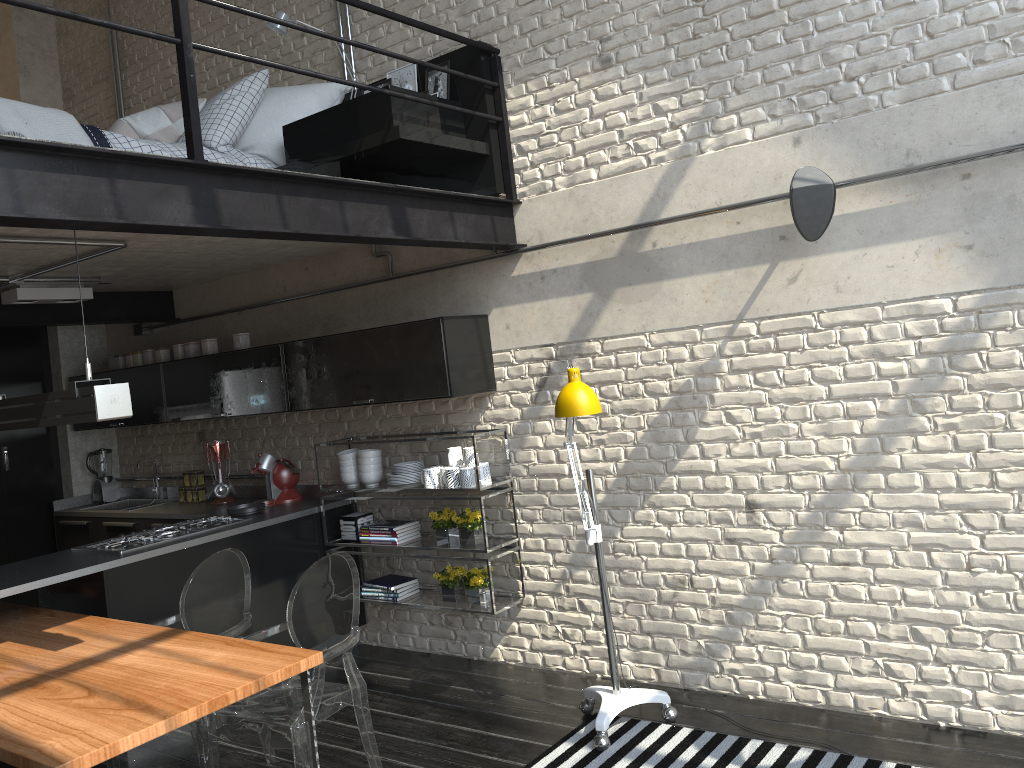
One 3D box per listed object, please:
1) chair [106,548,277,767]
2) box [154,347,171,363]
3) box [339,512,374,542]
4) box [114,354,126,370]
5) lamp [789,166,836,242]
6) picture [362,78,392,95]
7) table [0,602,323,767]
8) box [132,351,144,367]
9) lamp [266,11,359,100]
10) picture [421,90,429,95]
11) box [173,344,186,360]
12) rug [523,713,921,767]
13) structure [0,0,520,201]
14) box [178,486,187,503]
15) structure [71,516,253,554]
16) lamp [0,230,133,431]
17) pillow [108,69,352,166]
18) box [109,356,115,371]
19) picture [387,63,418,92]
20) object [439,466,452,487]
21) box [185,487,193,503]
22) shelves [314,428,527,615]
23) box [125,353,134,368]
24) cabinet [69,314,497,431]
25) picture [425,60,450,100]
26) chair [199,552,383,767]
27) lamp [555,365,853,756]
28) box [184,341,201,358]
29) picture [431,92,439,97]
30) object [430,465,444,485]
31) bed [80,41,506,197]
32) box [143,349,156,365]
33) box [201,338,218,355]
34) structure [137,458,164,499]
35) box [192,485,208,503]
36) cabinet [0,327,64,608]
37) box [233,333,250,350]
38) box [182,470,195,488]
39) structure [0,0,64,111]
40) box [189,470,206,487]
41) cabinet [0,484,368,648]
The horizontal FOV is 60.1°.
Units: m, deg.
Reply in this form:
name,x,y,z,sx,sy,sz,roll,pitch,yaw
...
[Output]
name,x,y,z,sx,sy,sz,roll,pitch,yaw
chair,-1.376,1.260,3.871,0.538,0.942,0.591,-7,-1,22
box,-2.479,-0.204,6.279,0.080,0.111,0.081,-7,-1,37
box,-0.928,0.858,5.311,0.149,0.150,0.150,-7,0,37
box,-2.903,-0.163,6.586,0.080,0.111,0.081,-7,-1,37
lamp,1.238,-0.741,3.641,0.177,0.306,0.358,-7,0,19
picture,-0.782,-1.604,5.112,0.242,0.275,0.046,-7,-2,37
table,-1.957,1.443,3.503,2.662,0.734,0.930,-6,1,37
box,-2.706,-0.182,6.447,0.080,0.111,0.081,-7,-1,37
lamp,-1.103,-1.766,4.965,0.481,0.689,0.170,-7,-2,2
picture,-0.533,-1.549,4.897,0.174,0.121,0.052,-6,-1,37
box,-2.296,-0.222,6.143,0.080,0.111,0.081,-7,-1,37
rug,0.765,1.539,1.670,3.480,0.004,3.413,-5,2,37
structure,-2.603,0.197,3.793,3.772,3.345,4.799,-7,0,37
box,-2.338,0.791,6.351,0.080,0.111,0.081,-7,-1,42
structure,-1.935,0.826,4.935,0.500,0.026,0.814,-6,2,37
lamp,-1.804,-0.283,3.291,1.084,0.892,0.125,-7,-2,37
pillow,-2.119,-1.442,5.409,2.129,0.734,1.147,-6,1,35
box,-2.970,-0.157,6.650,0.080,0.111,0.081,-7,-1,37
picture,-0.620,-1.640,5.009,0.225,0.314,0.033,-7,-2,37
object,-0.351,0.505,4.873,0.082,0.100,0.109,-7,0,26
box,-2.268,0.784,6.302,0.080,0.111,0.081,-7,-1,32
shelves,-0.554,0.762,5.048,1.245,0.928,0.289,-6,-1,37
box,-2.783,-0.174,6.502,0.080,0.111,0.081,-7,-1,37
cabinet,-1.775,-0.007,5.863,3.879,0.422,0.401,-6,0,37
picture,-0.409,-1.627,4.839,0.174,0.250,0.056,-7,-2,37
chair,-0.827,1.206,3.496,0.538,0.942,0.591,-7,-1,32
lamp,0.755,0.680,3.573,0.632,1.621,1.564,-5,-1,-40
box,-2.187,-0.232,6.062,0.080,0.111,0.081,-7,-1,37
picture,-0.442,-1.541,4.835,0.096,0.087,0.031,-7,-1,37
object,-0.417,0.511,4.957,0.083,0.100,0.108,-6,0,-19
bed,-2.644,-1.117,5.013,4.462,0.842,2.704,-6,2,37
box,-2.596,-0.193,6.367,0.080,0.111,0.081,-7,-1,37
box,-2.032,-0.247,5.950,0.080,0.111,0.081,-7,-1,37
structure,-2.772,0.730,6.736,0.089,0.311,0.177,-8,-2,37
box,-2.207,0.778,6.252,0.081,0.111,0.080,-6,-1,-43
cabinet,-4.441,0.782,6.201,0.551,2.478,2.327,-8,-1,37
box,-1.755,-0.274,5.747,0.080,0.111,0.081,-7,-1,37
box,-2.302,0.677,6.334,0.081,0.111,0.081,-7,-1,12
structure,-5.618,-1.731,7.316,2.779,2.956,2.601,-7,-1,37
box,-2.234,0.670,6.284,0.080,0.111,0.081,-7,-1,32
cabinet,-2.754,1.347,5.384,2.735,1.006,2.439,-6,1,37
